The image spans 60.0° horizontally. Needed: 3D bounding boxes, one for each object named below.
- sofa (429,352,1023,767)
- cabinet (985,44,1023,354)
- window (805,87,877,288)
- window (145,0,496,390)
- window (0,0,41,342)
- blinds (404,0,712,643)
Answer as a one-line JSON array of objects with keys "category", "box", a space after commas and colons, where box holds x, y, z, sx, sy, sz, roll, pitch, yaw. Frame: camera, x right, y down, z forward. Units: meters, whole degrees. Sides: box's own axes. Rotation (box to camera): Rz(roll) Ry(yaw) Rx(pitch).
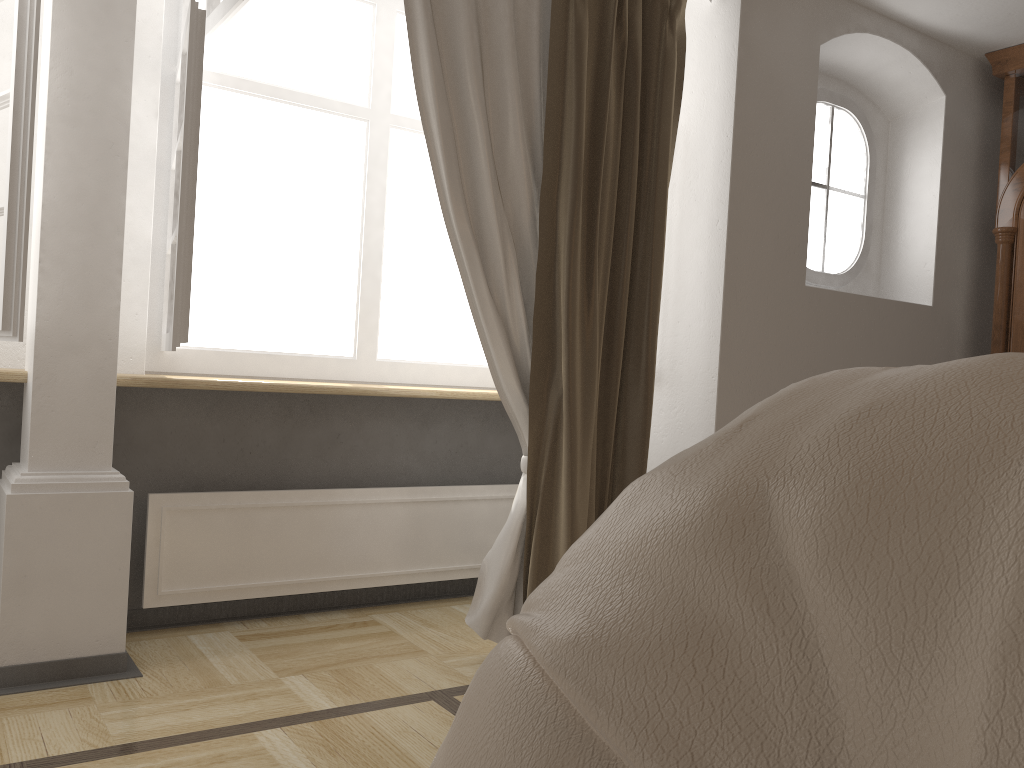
[{"category": "sofa", "box": [0.139, 0.429, 0.053, 1.052, 0.900, 1.318, 3, 1, -34]}, {"category": "cabinet", "box": [2.759, -0.148, 2.832, 0.587, 2.298, 2.360, 3, 1, -34]}, {"category": "window", "box": [1.263, -0.783, 3.580, 0.600, 0.784, 0.050, 3, 1, -34]}, {"category": "window", "box": [-0.360, -0.736, 3.046, 1.653, 1.500, 0.782, 3, 1, -34]}, {"category": "window", "box": [-2.015, -0.821, 1.945, 1.759, 1.500, 0.784, 3, 1, -35]}, {"category": "blinds", "box": [-1.784, -0.404, 1.415, 5.765, 2.294, 0.285, 3, 1, -34]}]
